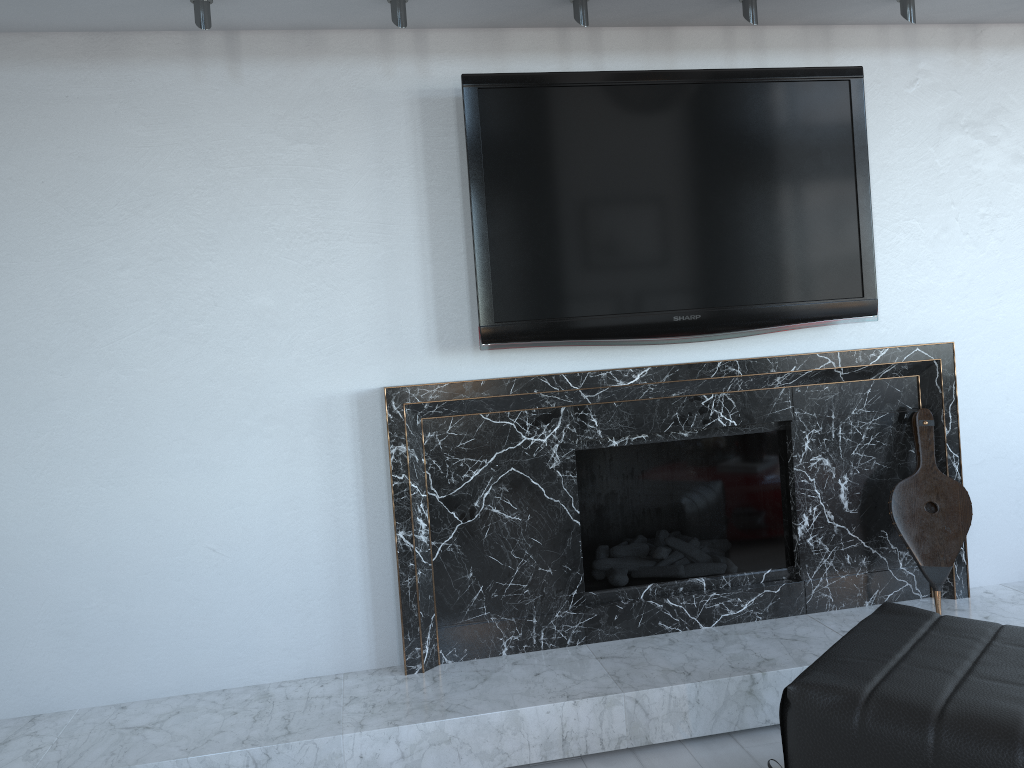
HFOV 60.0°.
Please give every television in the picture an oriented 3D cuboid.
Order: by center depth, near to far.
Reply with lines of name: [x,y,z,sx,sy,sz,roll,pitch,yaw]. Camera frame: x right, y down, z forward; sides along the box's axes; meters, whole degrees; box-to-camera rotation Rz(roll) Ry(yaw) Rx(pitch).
television: [0.450,-0.490,2.495,1.159,0.751,0.129,-5,1,-10]

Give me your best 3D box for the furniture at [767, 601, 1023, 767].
furniture: [0.873,0.695,1.654,0.613,0.378,0.600,-2,3,39]

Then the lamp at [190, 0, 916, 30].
lamp: [1.322,-1.048,2.489,4.255,0.081,0.053,-5,2,-10]

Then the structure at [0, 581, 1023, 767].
structure: [0.559,0.779,2.392,7.210,0.135,0.393,-5,3,-10]

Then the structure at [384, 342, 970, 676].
structure: [0.476,0.390,2.750,1.687,0.923,0.521,-5,2,-10]

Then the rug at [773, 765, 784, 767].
rug: [1.397,0.894,0.681,7.772,0.032,2.957,-5,3,-10]

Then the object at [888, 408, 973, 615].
object: [1.207,0.366,2.560,0.196,0.580,0.175,-5,1,-30]
